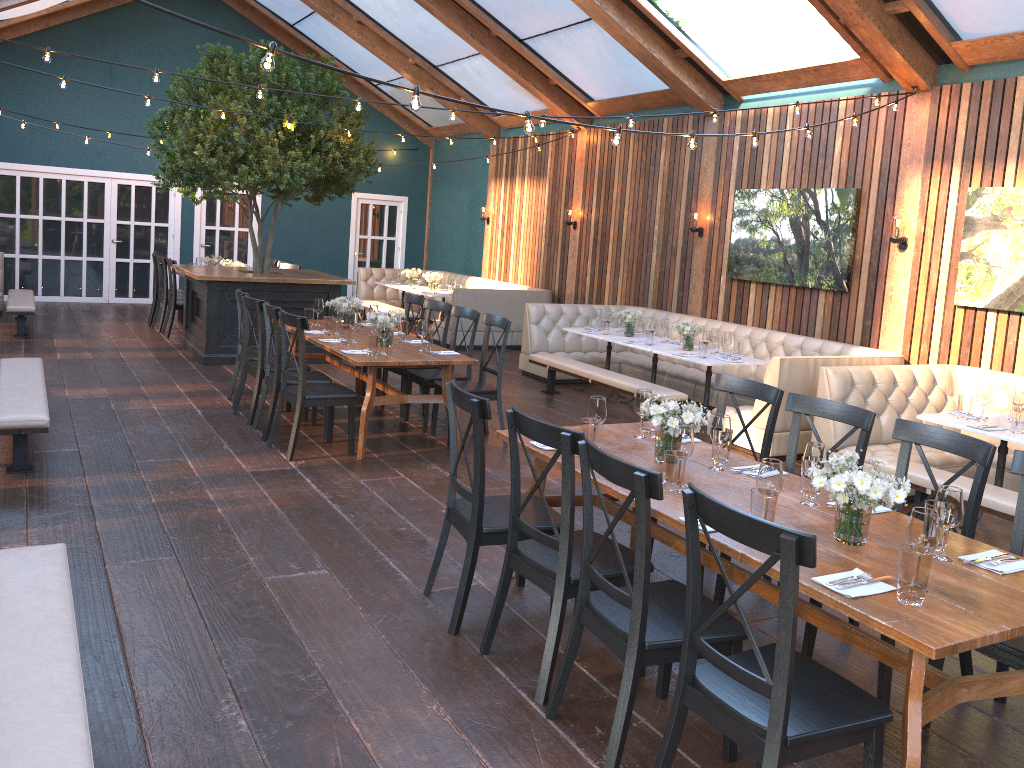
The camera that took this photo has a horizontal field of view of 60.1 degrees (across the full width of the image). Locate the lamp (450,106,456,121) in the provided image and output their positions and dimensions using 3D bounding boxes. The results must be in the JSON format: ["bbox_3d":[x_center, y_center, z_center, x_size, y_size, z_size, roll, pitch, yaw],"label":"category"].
[{"bbox_3d":[-0.480,-2.204,7.222,0.056,0.120,0.057,2,7,-14],"label":"lamp"}]

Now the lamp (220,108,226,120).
[{"bbox_3d":[-2.900,-2.715,8.887,0.056,0.120,0.056,10,9,41],"label":"lamp"}]

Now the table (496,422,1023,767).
[{"bbox_3d":[0.894,0.803,3.600,0.950,0.724,2.452,-1,11,-29],"label":"table"}]

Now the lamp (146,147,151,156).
[{"bbox_3d":[-4.826,-3.084,11.745,0.056,0.118,0.060,5,7,7],"label":"lamp"}]

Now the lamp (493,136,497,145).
[{"bbox_3d":[-0.224,-3.182,11.576,0.057,0.120,0.056,10,9,42],"label":"lamp"}]

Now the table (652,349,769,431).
[{"bbox_3d":[1.849,0.064,8.378,0.798,0.667,0.805,-1,10,-30],"label":"table"}]

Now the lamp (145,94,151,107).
[{"bbox_3d":[-3.431,-2.674,8.340,0.056,0.119,0.057,-2,9,-42],"label":"lamp"}]

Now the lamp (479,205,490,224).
[{"bbox_3d":[-0.476,-2.915,15.185,0.178,0.318,0.147,0,8,-29],"label":"lamp"}]

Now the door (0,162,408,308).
[{"bbox_3d":[-5.712,-2.495,15.532,8.173,2.193,0.175,-1,8,-29],"label":"door"}]

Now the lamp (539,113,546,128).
[{"bbox_3d":[0.256,-2.201,7.393,0.056,0.116,0.068,7,8,24],"label":"lamp"}]

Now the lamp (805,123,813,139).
[{"bbox_3d":[2.248,-1.915,6.711,0.071,0.115,0.057,3,7,-7],"label":"lamp"}]

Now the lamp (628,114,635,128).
[{"bbox_3d":[1.016,-2.236,7.522,0.056,0.120,0.057,3,7,-8],"label":"lamp"}]

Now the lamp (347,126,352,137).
[{"bbox_3d":[-1.834,-2.842,9.975,0.060,0.118,0.057,-3,10,-44],"label":"lamp"}]

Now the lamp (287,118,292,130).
[{"bbox_3d":[-2.375,-2.775,9.443,0.056,0.120,0.057,4,7,-4],"label":"lamp"}]

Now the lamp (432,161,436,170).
[{"bbox_3d":[-1.091,-3.081,12.464,0.056,0.120,0.056,9,9,38],"label":"lamp"}]

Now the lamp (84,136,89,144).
[{"bbox_3d":[-5.532,-3.177,11.521,0.056,0.114,0.074,6,7,14],"label":"lamp"}]

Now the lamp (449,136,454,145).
[{"bbox_3d":[-0.757,-3.039,11.038,0.056,0.116,0.068,0,8,-32],"label":"lamp"}]

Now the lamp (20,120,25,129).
[{"bbox_3d":[-6.269,-3.329,11.342,0.056,0.118,0.060,1,8,-25],"label":"lamp"}]

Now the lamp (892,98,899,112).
[{"bbox_3d":[3.330,-2.422,7.686,0.057,0.118,0.062,11,10,43],"label":"lamp"}]

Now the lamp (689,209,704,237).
[{"bbox_3d":[2.169,-1.895,10.418,0.178,0.318,0.147,0,8,-29],"label":"lamp"}]

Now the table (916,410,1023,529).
[{"bbox_3d":[3.238,0.600,5.874,0.799,0.667,0.805,-1,10,-30],"label":"table"}]

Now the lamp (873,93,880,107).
[{"bbox_3d":[3.249,-2.527,7.877,0.056,0.120,0.057,3,7,-8],"label":"lamp"}]

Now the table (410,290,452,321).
[{"bbox_3d":[-1.069,-1.061,13.636,0.799,0.667,0.805,-1,10,-30],"label":"table"}]

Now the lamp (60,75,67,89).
[{"bbox_3d":[-3.943,-2.654,7.774,0.056,0.119,0.056,7,8,26],"label":"lamp"}]

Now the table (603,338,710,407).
[{"bbox_3d":[1.456,-0.087,9.086,0.798,0.667,0.805,-1,10,-29],"label":"table"}]

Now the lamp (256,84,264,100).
[{"bbox_3d":[-1.962,-2.278,6.897,0.056,0.120,0.057,5,7,11],"label":"lamp"}]

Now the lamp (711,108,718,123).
[{"bbox_3d":[1.756,-2.322,7.661,0.063,0.118,0.057,-1,9,-36],"label":"lamp"}]

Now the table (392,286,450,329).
[{"bbox_3d":[-1.461,-1.212,14.344,0.798,0.667,0.805,-1,10,-29],"label":"table"}]

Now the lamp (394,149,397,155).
[{"bbox_3d":[-2.240,-4.452,16.960,0.057,0.120,0.056,10,9,42],"label":"lamp"}]

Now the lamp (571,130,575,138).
[{"bbox_3d":[0.867,-3.559,12.596,0.056,0.119,0.057,4,7,0],"label":"lamp"}]

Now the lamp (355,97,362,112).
[{"bbox_3d":[-1.225,-2.232,7.057,0.056,0.120,0.056,9,8,35],"label":"lamp"}]

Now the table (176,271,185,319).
[{"bbox_3d":[-4.225,-1.171,12.826,0.950,0.724,2.452,-1,11,-29],"label":"table"}]

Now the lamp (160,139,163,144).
[{"bbox_3d":[-5.473,-3.792,13.806,0.067,0.117,0.057,6,7,15],"label":"lamp"}]

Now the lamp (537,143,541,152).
[{"bbox_3d":[0.388,-3.382,12.667,0.073,0.114,0.057,1,8,-23],"label":"lamp"}]

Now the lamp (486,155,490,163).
[{"bbox_3d":[-0.341,-3.197,12.570,0.066,0.117,0.056,9,9,36],"label":"lamp"}]

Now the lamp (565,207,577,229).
[{"bbox_3d":[0.847,-2.405,12.801,0.178,0.318,0.147,0,8,-29],"label":"lamp"}]

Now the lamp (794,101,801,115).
[{"bbox_3d":[2.510,-2.422,7.767,0.056,0.119,0.057,6,7,13],"label":"lamp"}]

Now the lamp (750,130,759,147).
[{"bbox_3d":[1.704,-1.720,6.202,0.056,0.120,0.057,4,7,-2],"label":"lamp"}]

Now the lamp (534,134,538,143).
[{"bbox_3d":[0.328,-3.351,12.079,0.064,0.117,0.057,1,7,-20],"label":"lamp"}]

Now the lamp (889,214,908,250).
[{"bbox_3d":[3.502,-1.382,8.017,0.178,0.318,0.147,0,8,-29],"label":"lamp"}]

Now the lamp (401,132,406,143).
[{"bbox_3d":[-1.292,-2.929,10.510,0.060,0.118,0.057,3,7,-6],"label":"lamp"}]

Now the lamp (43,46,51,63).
[{"bbox_3d":[-3.433,-2.436,6.535,0.056,0.120,0.057,2,7,-17],"label":"lamp"}]

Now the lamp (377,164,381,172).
[{"bbox_3d":[-1.849,-3.018,12.356,0.056,0.120,0.056,9,9,37],"label":"lamp"}]

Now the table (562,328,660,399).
[{"bbox_3d":[1.063,-0.239,9.794,0.799,0.667,0.805,-1,10,-30],"label":"table"}]

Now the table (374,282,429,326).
[{"bbox_3d":[-1.854,-1.364,15.052,0.798,0.667,0.805,-1,10,-30],"label":"table"}]

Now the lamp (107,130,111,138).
[{"bbox_3d":[-6.029,-3.741,13.249,0.056,0.120,0.057,3,7,-5],"label":"lamp"}]

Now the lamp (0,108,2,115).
[{"bbox_3d":[-7.008,-3.736,12.104,0.056,0.120,0.057,2,7,-14],"label":"lamp"}]

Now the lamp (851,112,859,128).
[{"bbox_3d":[2.794,-2.148,7.204,0.060,0.118,0.057,3,7,-7],"label":"lamp"}]

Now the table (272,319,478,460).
[{"bbox_3d":[-1.277,-0.034,7.513,0.950,0.724,2.452,-1,11,-29],"label":"table"}]

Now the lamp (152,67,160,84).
[{"bbox_3d":[-2.700,-2.343,6.717,0.056,0.120,0.057,2,7,-20],"label":"lamp"}]

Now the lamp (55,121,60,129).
[{"bbox_3d":[-6.516,-3.715,12.684,0.056,0.119,0.057,1,8,-27],"label":"lamp"}]
